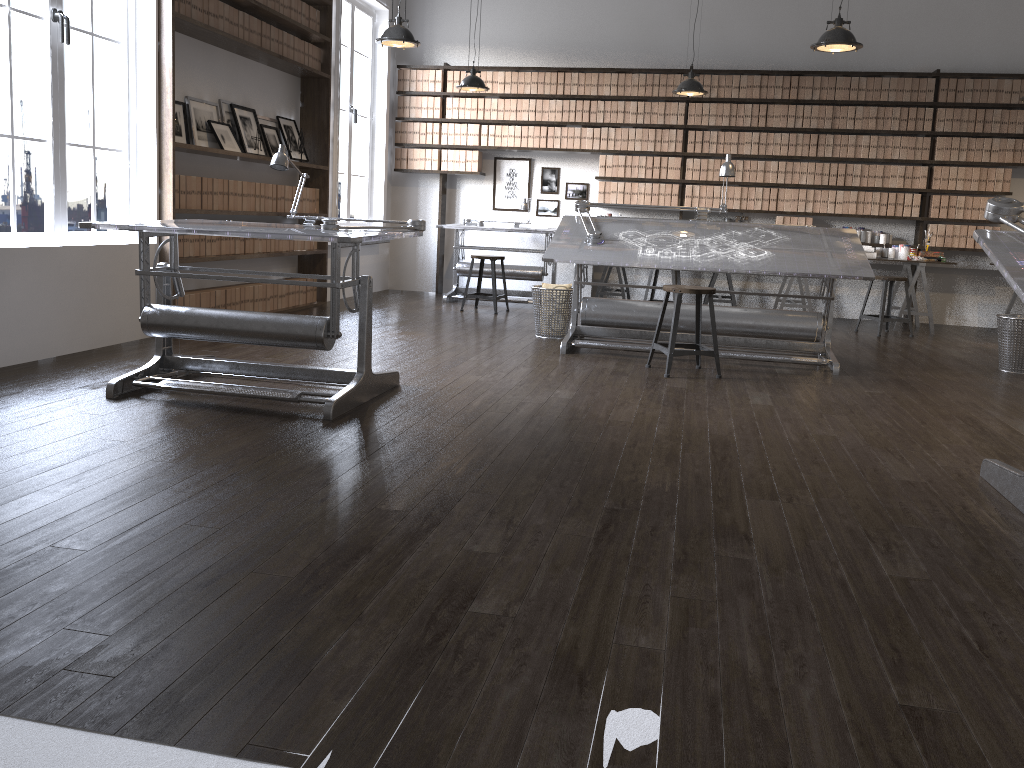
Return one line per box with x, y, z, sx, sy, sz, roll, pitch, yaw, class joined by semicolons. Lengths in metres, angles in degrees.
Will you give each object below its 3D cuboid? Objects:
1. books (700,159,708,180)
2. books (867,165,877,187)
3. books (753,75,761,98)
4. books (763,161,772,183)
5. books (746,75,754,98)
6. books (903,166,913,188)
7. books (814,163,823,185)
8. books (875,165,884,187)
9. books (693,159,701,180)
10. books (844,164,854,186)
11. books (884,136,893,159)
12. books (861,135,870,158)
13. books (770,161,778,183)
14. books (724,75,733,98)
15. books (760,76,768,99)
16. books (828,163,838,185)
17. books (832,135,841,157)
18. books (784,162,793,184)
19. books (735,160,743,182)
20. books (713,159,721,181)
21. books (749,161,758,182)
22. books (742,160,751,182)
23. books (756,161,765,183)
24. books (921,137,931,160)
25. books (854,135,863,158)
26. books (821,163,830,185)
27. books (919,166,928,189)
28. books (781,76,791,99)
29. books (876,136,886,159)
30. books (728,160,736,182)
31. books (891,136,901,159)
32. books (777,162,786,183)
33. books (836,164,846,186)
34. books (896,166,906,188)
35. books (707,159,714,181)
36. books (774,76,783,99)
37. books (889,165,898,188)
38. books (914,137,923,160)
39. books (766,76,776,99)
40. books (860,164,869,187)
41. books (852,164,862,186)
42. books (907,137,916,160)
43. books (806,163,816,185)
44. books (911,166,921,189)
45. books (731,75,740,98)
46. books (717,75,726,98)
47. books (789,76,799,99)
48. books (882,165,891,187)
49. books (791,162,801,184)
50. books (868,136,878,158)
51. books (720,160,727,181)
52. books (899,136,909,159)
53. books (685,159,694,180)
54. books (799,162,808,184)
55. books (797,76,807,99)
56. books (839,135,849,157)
1.965;-2.183;9.069;0.067;0.224;0.176;4;9;11;books
3.546;-2.048;8.758;0.067;0.224;0.176;4;9;11;books
2.448;-2.960;8.869;0.067;0.224;0.176;4;9;11;books
2.577;-2.131;8.951;0.067;0.224;0.176;4;9;11;books
2.384;-2.967;8.887;0.067;0.224;0.176;4;9;11;books
3.872;-2.020;8.692;0.067;0.224;0.176;4;9;11;books
3.055;-2.089;8.850;0.067;0.224;0.176;4;9;11;books
3.611;-2.042;8.739;0.067;0.224;0.176;4;9;11;books
1.894;-2.189;9.084;0.067;0.224;0.176;4;9;11;books
3.338;-2.066;8.800;0.067;0.224;0.176;4;9;11;books
3.681;-2.310;8.698;0.067;0.224;0.175;4;9;11;books
3.472;-2.328;8.735;0.067;0.224;0.176;4;9;11;books
2.638;-2.126;8.938;0.067;0.224;0.176;4;9;11;books
2.183;-2.984;8.928;0.067;0.224;0.176;4;9;11;books
2.515;-2.956;8.862;0.067;0.224;0.176;4;9;11;books
3.192;-2.079;8.830;0.067;0.224;0.176;4;9;11;books
3.211;-2.351;8.791;0.067;0.224;0.175;4;9;11;books
2.778;-2.114;8.911;0.067;0.224;0.176;4;9;11;books
2.306;-2.154;9.003;0.067;0.224;0.175;4;9;11;books
2.092;-2.173;9.051;0.067;0.224;0.176;4;9;11;books
2.446;-2.143;8.979;0.067;0.224;0.176;4;9;11;books
2.376;-2.149;8.993;0.067;0.224;0.175;4;9;11;books
2.510;-2.136;8.960;0.067;0.224;0.176;4;9;11;books
4.015;-2.281;8.629;0.067;0.224;0.176;4;9;11;books
3.411;-2.333;8.749;0.067;0.224;0.176;4;9;11;books
3.118;-2.085;8.842;0.067;0.224;0.176;4;9;11;books
4.003;-2.008;8.660;0.067;0.224;0.176;4;9;11;books
2.724;-2.938;8.821;0.067;0.224;0.176;4;9;11;books
3.612;-2.316;8.709;0.067;0.224;0.176;4;9;11;books
2.238;-2.161;9.021;0.067;0.224;0.176;4;9;11;books
3.748;-2.304;8.680;0.067;0.224;0.175;4;9;11;books
2.708;-2.120;8.921;0.067;0.224;0.176;4;9;11;books
3.263;-2.072;8.810;0.067;0.224;0.176;4;9;11;books
3.803;-2.025;8.702;0.067;0.224;0.176;4;9;11;books
2.028;-2.179;9.061;0.067;0.224;0.176;4;9;11;books
2.653;-2.943;8.830;0.067;0.224;0.175;4;9;11;books
3.738;-2.031;8.717;0.067;0.224;0.176;4;9;11;books
3.946;-2.287;8.641;0.067;0.224;0.176;4;9;11;books
2.585;-2.950;8.848;0.067;0.224;0.175;4;9;11;books
3.477;-2.054;8.772;0.067;0.224;0.175;4;9;11;books
3.407;-2.060;8.782;0.067;0.224;0.175;4;9;11;books
3.884;-2.292;8.649;0.067;0.224;0.176;4;9;11;books
2.984;-2.095;8.865;0.067;0.224;0.176;4;9;11;books
3.941;-2.015;8.680;0.067;0.224;0.175;4;9;11;books
2.251;-2.977;8.910;0.067;0.224;0.176;4;9;11;books
2.115;-2.990;8.943;0.067;0.224;0.175;4;9;11;books
2.796;-2.931;8.801;0.067;0.224;0.176;4;9;11;books
3.677;-2.037;8.730;0.067;0.224;0.176;4;9;11;books
2.847;-2.109;8.900;0.067;0.224;0.175;4;9;11;books
3.543;-2.321;8.719;0.067;0.224;0.176;4;9;11;books
2.163;-2.166;9.031;0.067;0.224;0.176;4;9;11;books
3.819;-2.297;8.663;0.067;0.224;0.176;4;9;11;books
1.824;-2.196;9.101;0.067;0.224;0.175;4;9;11;books
2.914;-2.102;8.882;0.067;0.224;0.175;4;9;11;books
2.869;-2.925;8.791;0.067;0.224;0.176;4;9;11;books
3.280;-2.345;8.777;0.067;0.224;0.176;4;9;11;books
